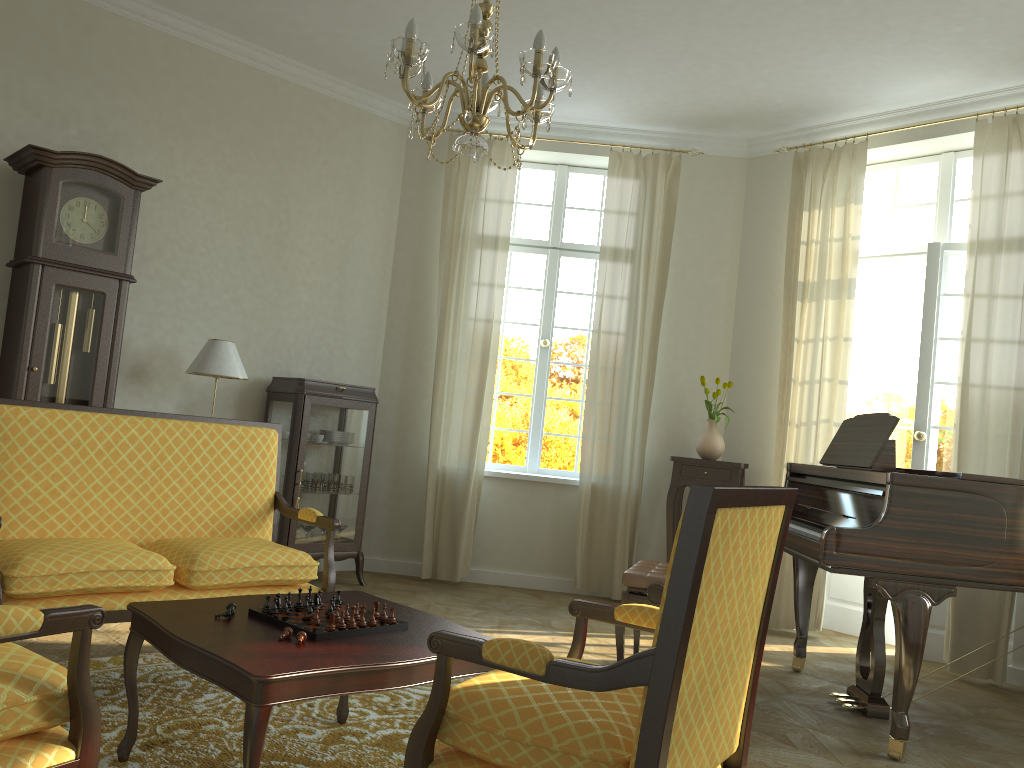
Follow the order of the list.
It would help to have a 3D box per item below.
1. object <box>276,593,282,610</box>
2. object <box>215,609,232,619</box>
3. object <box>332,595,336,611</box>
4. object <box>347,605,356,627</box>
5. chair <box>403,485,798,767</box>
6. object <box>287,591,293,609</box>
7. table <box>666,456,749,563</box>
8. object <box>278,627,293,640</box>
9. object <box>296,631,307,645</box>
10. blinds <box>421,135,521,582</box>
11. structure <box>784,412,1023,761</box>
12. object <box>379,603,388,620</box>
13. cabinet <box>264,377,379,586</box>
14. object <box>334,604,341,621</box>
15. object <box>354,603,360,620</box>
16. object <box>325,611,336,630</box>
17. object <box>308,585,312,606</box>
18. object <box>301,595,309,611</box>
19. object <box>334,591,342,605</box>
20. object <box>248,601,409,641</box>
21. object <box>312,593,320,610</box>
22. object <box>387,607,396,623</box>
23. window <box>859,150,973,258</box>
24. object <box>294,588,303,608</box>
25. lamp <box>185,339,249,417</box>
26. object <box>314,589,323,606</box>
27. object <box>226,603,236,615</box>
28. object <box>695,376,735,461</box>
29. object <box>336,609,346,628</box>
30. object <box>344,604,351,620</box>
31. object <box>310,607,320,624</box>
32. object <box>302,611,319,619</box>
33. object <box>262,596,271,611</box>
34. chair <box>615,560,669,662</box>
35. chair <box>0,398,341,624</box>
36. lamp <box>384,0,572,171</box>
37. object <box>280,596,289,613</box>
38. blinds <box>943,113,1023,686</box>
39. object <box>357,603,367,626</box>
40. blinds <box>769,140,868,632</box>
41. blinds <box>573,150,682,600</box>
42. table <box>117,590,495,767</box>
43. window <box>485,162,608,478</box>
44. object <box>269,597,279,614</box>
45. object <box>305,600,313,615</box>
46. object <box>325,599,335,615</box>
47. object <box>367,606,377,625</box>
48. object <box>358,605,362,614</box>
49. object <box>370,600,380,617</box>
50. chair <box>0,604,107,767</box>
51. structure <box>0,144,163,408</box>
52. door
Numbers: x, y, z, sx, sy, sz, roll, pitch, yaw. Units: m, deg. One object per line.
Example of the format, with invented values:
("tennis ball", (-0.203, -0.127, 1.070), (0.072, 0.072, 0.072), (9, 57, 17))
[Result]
("object", (-0.752, 0.699, 2.853), (0.030, 0.052, 0.030), (6, -3, 4))
("object", (-0.891, 0.709, 2.740), (0.052, 0.030, 0.030), (7, -3, -15))
("object", (-0.589, 0.721, 2.918), (0.030, 0.050, 0.030), (6, -3, 4))
("object", (-0.490, 0.712, 2.726), (0.030, 0.064, 0.030), (6, -3, 4))
("chair", (0.213, 0.748, 2.106), (0.671, 1.083, 0.730), (4, -4, 31))
("object", (-0.725, 0.702, 2.883), (0.030, 0.055, 0.030), (6, -3, 4))
("table", (1.391, 1.109, 6.454), (0.522, 1.114, 0.344), (5, -4, 22))
("object", (-0.658, 0.723, 2.571), (0.030, 0.030, 0.052), (5, -3, 14))
("object", (-0.604, 0.727, 2.538), (0.030, 0.030, 0.047), (6, -3, -6))
("blinds", (-0.385, -0.219, 6.706), (0.554, 3.385, 0.162), (5, -3, 7))
("structure", (2.192, 0.907, 4.309), (1.856, 1.439, 1.514), (6, -3, 2))
("object", (-0.415, 0.736, 2.871), (0.030, 0.050, 0.030), (6, -3, 4))
("cabinet", (-1.380, 0.677, 6.175), (0.733, 1.386, 0.542), (9, -5, -43))
("object", (-0.550, 0.717, 2.782), (0.030, 0.050, 0.030), (6, -3, 4))
("object", (-0.498, 0.725, 2.836), (0.030, 0.050, 0.030), (6, -3, 4))
("object", (-0.543, 0.709, 2.666), (0.030, 0.052, 0.030), (6, -3, 4))
("object", (-0.672, 0.704, 2.943), (0.030, 0.069, 0.030), (6, -3, 4))
("object", (-0.669, 0.710, 2.886), (0.030, 0.050, 0.030), (6, -3, 4))
("object", (-0.594, 0.730, 3.031), (0.030, 0.044, 0.030), (6, -3, 4))
("object", (-0.585, 0.750, 2.832), (0.360, 0.021, 0.360), (3, -4, 42))
("object", (-0.642, 0.714, 2.915), (0.030, 0.052, 0.030), (7, -4, -26))
("object", (-0.385, 0.740, 2.844), (0.030, 0.044, 0.030), (6, -3, 4))
("window", (2.986, -1.253, 6.107), (0.055, 0.680, 1.380), (9, -5, -43))
("object", (-0.698, 0.702, 2.913), (0.030, 0.064, 0.030), (6, -3, 4))
("lamp", (-1.899, 0.498, 5.512), (0.380, 1.552, 0.381), (8, -4, -38))
("object", (-0.646, 0.715, 2.972), (0.030, 0.055, 0.030), (6, -3, 4))
("object", (-0.887, 0.714, 2.818), (0.030, 0.030, 0.052), (8, -4, -32))
("object", (1.475, 0.253, 6.504), (0.264, 0.609, 0.242), (7, -4, -19))
("object", (-0.517, 0.712, 2.696), (0.030, 0.055, 0.030), (6, -3, 4))
("object", (-0.524, 0.721, 2.809), (0.030, 0.050, 0.030), (6, -3, 4))
("object", (-0.600, 0.708, 2.717), (0.030, 0.050, 0.030), (6, -3, 4))
("object", (-0.625, 0.717, 2.757), (0.052, 0.030, 0.030), (6, -3, 3))
("object", (-0.779, 0.698, 2.823), (0.030, 0.044, 0.030), (6, -3, 4))
("chair", (0.752, 1.207, 4.439), (0.385, 0.563, 0.638), (5, -3, 17))
("chair", (-1.446, 0.665, 3.609), (1.389, 1.083, 0.680), (9, -5, -43))
("lamp", (-0.075, -1.553, 3.222), (0.661, 1.466, 0.662), (5, -3, 17))
("object", (-0.722, 0.701, 2.826), (0.030, 0.050, 0.030), (6, -3, 4))
("blinds", (2.902, 0.034, 5.231), (0.554, 3.386, 0.162), (3, -4, 42))
("object", (-0.463, 0.714, 2.756), (0.030, 0.069, 0.030), (6, -3, 4))
("blinds", (2.087, 0.009, 6.171), (0.552, 3.386, 0.159), (3, -5, 44))
("blinds", (0.853, -0.090, 6.715), (0.552, 3.381, 0.159), (6, -3, 5))
("table", (-0.634, 1.002, 2.784), (0.932, 0.494, 0.922), (9, -4, -42))
("window", (0.288, -0.536, 7.196), (1.400, 2.550, 0.181), (6, -3, 2))
("object", (-0.748, 0.697, 2.797), (0.030, 0.050, 0.030), (6, -3, 4))
("object", (-0.637, 0.709, 2.804), (0.030, 0.050, 0.030), (6, -3, 4))
("object", (-0.585, 0.718, 2.861), (0.030, 0.050, 0.030), (6, -3, 4))
("object", (-0.438, 0.726, 2.785), (0.030, 0.055, 0.030), (6, -3, 4))
("object", (-0.504, 0.737, 2.889), (0.030, 0.030, 0.052), (5, -3, 9))
("object", (-0.445, 0.733, 2.898), (0.030, 0.052, 0.030), (6, -3, 4))
("chair", (-1.311, 0.573, 1.801), (0.730, 1.083, 0.671), (4, -4, 29))
("structure", (-2.575, -0.057, 5.022), (0.715, 2.458, 0.521), (9, -5, -43))
("door", (2.678, 0.419, 5.881), (0.425, 2.690, 1.385), (9, -5, -43))
